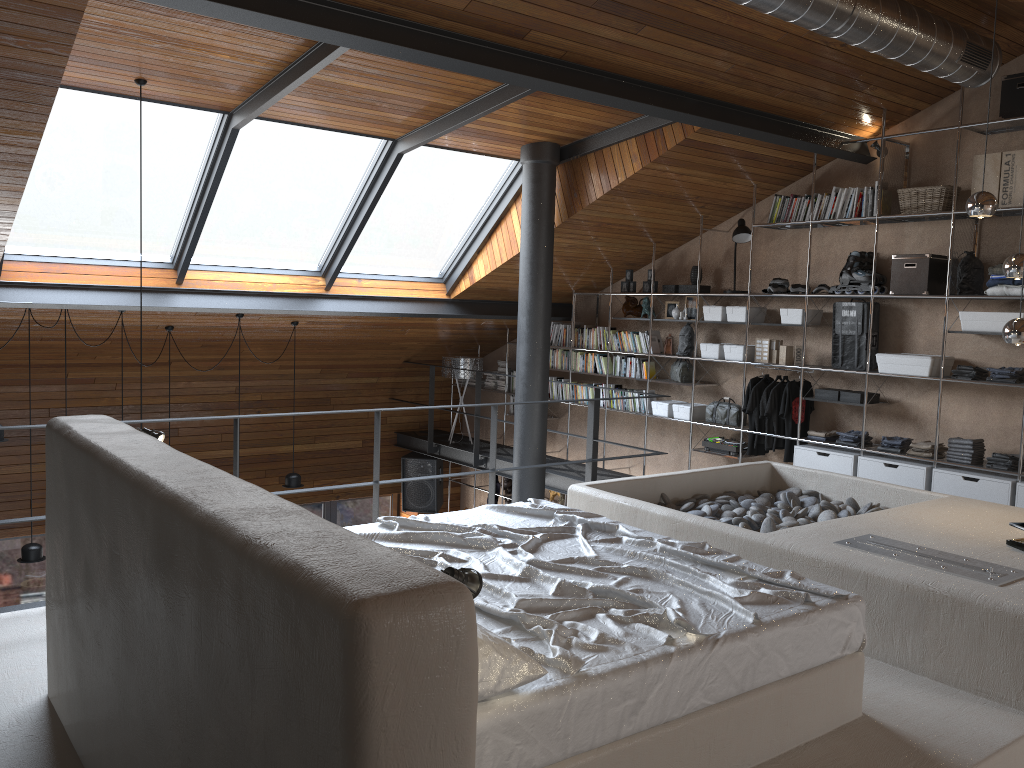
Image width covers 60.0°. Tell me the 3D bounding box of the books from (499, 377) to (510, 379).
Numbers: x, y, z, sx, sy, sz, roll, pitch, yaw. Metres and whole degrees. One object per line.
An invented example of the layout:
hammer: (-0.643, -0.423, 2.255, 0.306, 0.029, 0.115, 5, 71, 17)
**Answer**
books: (-0.009, -0.074, 10.456, 0.225, 0.017, 0.167, -2, 6, -37)

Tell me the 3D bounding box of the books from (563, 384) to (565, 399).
books: (0.605, 0.081, 9.565, 0.111, 0.197, 0.043, -2, 6, -37)

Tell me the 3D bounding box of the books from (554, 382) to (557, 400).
books: (0.520, 0.067, 9.685, 0.127, 0.200, 0.046, -2, 6, -37)

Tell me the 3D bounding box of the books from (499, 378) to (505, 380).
books: (-0.011, -0.060, 10.468, 0.227, 0.013, 0.160, 0, 5, -26)

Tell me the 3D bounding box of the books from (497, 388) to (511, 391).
books: (-0.022, 0.060, 10.460, 0.247, 0.016, 0.182, -2, 6, -37)

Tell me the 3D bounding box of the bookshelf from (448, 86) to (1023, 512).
bookshelf: (2.630, 0.700, 7.073, 0.421, 6.218, 10.740, -2, 6, -37)

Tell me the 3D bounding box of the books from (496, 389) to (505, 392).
books: (-0.036, 0.075, 10.471, 0.252, 0.016, 0.182, -1, 6, -31)

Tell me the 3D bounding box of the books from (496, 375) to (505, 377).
books: (-0.019, -0.107, 10.448, 0.288, 0.025, 0.175, -1, 6, -31)

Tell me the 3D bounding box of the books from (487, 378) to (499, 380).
books: (-0.170, -0.065, 10.704, 0.213, 0.017, 0.167, -3, 7, -42)

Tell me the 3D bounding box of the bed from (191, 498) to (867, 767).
bed: (-0.069, 0.860, 3.221, 2.011, 0.484, 1.826, -2, 6, -37)

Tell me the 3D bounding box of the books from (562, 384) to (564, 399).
books: (0.596, 0.090, 9.589, 0.112, 0.176, 0.039, -2, 6, -37)

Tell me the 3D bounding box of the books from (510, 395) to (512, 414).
books: (0.048, 0.233, 10.359, 0.164, 0.219, 0.010, -2, 6, -37)

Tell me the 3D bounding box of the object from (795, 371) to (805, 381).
object: (2.366, -0.060, 7.298, 0.283, 0.118, 0.016, -2, 6, -37)

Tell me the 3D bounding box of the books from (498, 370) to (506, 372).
books: (-0.035, -0.152, 10.460, 0.201, 0.012, 0.161, -2, 6, -37)

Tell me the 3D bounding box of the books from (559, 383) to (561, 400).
books: (0.568, 0.082, 9.628, 0.117, 0.182, 0.044, -2, 6, -37)

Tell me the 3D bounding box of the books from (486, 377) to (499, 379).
books: (-0.180, -0.081, 10.706, 0.161, 0.012, 0.206, 6, 7, 42)

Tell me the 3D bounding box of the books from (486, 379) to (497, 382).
books: (-0.169, -0.047, 10.689, 0.182, 0.016, 0.234, 6, 7, 42)

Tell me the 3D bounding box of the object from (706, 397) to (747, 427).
object: (1.914, 0.240, 7.915, 0.166, 0.247, 0.376, -2, 6, -40)

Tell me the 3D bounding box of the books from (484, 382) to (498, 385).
books: (-0.185, -0.010, 10.701, 0.180, 0.028, 0.240, 6, 7, 42)

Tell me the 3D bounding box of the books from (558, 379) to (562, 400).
books: (0.573, 0.061, 9.652, 0.161, 0.222, 0.055, -2, 6, -37)

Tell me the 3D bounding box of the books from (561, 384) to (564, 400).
books: (0.583, 0.090, 9.592, 0.111, 0.174, 0.041, -2, 6, -37)

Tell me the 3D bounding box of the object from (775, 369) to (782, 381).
object: (2.243, -0.035, 7.456, 0.387, 0.197, 0.009, -2, 6, -41)

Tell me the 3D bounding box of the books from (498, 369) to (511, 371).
books: (-0.034, -0.167, 10.448, 0.208, 0.017, 0.167, -2, 6, -37)

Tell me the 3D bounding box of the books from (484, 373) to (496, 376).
books: (-0.181, -0.121, 10.692, 0.268, 0.025, 0.176, -2, 6, -37)

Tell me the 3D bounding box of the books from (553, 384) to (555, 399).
books: (0.504, 0.063, 9.724, 0.127, 0.200, 0.046, -2, 6, -37)

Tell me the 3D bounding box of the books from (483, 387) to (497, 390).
books: (-0.198, 0.048, 10.713, 0.234, 0.016, 0.182, -2, 6, -37)

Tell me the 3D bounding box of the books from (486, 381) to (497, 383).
books: (-0.169, -0.032, 10.692, 0.234, 0.016, 0.182, -1, 6, -32)

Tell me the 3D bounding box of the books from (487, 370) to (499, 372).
books: (-0.174, -0.154, 10.701, 0.206, 0.012, 0.161, -2, 6, -37)

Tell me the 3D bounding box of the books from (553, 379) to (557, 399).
books: (0.525, 0.055, 9.725, 0.164, 0.217, 0.048, -2, 6, -37)

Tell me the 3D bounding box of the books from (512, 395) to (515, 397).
books: (0.065, 0.234, 10.348, 0.177, 0.219, 0.008, -2, 6, -37)

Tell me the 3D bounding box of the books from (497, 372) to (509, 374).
books: (-0.026, -0.127, 10.453, 0.254, 0.012, 0.158, 0, 5, -26)

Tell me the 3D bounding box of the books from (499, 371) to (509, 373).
books: (-0.012, -0.140, 10.456, 0.222, 0.012, 0.160, -1, 6, -31)

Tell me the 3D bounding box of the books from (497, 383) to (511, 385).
books: (-0.017, -0.006, 10.461, 0.258, 0.016, 0.181, -2, 6, -36)

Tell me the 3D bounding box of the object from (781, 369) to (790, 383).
object: (2.282, -0.030, 7.404, 0.387, 0.197, 0.009, -2, 6, -41)

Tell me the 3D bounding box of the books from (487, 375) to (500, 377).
books: (-0.172, -0.103, 10.701, 0.206, 0.013, 0.161, -3, 7, -42)

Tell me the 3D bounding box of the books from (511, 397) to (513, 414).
books: (0.043, 0.246, 10.320, 0.127, 0.201, 0.011, -2, 6, -37)

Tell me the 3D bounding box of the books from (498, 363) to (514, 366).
books: (-0.025, -0.229, 10.453, 0.216, 0.021, 0.174, -2, 6, -37)

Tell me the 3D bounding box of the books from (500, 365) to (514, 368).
books: (0.001, -0.205, 10.454, 0.234, 0.028, 0.180, -2, 6, -37)

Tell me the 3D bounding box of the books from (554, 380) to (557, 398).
books: (0.531, 0.055, 9.718, 0.171, 0.218, 0.047, -2, 6, -38)

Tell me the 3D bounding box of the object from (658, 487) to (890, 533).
object: (1.495, 0.812, 5.110, 1.842, 0.246, 1.436, -2, 6, -37)

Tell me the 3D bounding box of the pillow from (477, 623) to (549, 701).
pillow: (-0.356, 0.657, 2.382, 0.502, 0.176, 0.837, -2, 6, -37)

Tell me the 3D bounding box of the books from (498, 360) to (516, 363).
books: (-0.024, -0.265, 10.463, 0.228, 0.016, 0.182, -2, 6, -37)

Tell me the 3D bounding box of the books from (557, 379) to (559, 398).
books: (0.565, 0.056, 9.684, 0.177, 0.217, 0.046, -2, 6, -37)

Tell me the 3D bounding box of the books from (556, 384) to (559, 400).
books: (0.538, 0.084, 9.667, 0.119, 0.171, 0.044, -2, 6, -37)

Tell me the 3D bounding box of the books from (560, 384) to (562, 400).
books: (0.569, 0.086, 9.616, 0.112, 0.176, 0.039, -2, 6, -37)

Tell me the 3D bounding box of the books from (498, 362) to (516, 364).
books: (-0.023, -0.248, 10.452, 0.228, 0.016, 0.182, -2, 6, -37)

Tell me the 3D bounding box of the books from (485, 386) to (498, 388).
books: (-0.183, 0.034, 10.703, 0.234, 0.016, 0.182, -3, 7, -42)

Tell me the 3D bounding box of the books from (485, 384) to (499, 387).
books: (-0.184, 0.014, 10.706, 0.222, 0.021, 0.174, -2, 6, -37)

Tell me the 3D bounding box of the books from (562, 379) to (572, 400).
books: (0.601, 0.064, 9.581, 0.122, 0.230, 0.057, -2, 6, -37)

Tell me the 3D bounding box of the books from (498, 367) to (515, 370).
books: (-0.018, -0.182, 10.441, 0.228, 0.016, 0.182, -2, 6, -37)

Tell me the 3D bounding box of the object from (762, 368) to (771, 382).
object: (2.169, -0.046, 7.553, 0.387, 0.197, 0.009, -2, 6, -41)

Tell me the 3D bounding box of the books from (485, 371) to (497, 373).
books: (-0.189, -0.141, 10.696, 0.231, 0.012, 0.159, -1, 6, -32)

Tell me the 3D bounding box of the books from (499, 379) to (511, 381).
books: (-0.019, -0.048, 10.462, 0.222, 0.012, 0.160, -3, 7, -43)

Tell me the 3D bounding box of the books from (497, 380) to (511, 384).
books: (-0.023, -0.027, 10.454, 0.258, 0.028, 0.180, -1, 6, -31)

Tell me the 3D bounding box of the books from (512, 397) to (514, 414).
books: (0.056, 0.246, 10.316, 0.127, 0.201, 0.011, -2, 6, -37)

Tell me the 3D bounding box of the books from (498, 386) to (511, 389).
books: (-0.023, 0.041, 10.463, 0.239, 0.021, 0.174, -1, 6, -31)

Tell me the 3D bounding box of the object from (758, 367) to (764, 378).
object: (2.144, -0.092, 7.589, 0.283, 0.118, 0.016, -2, 6, -37)
